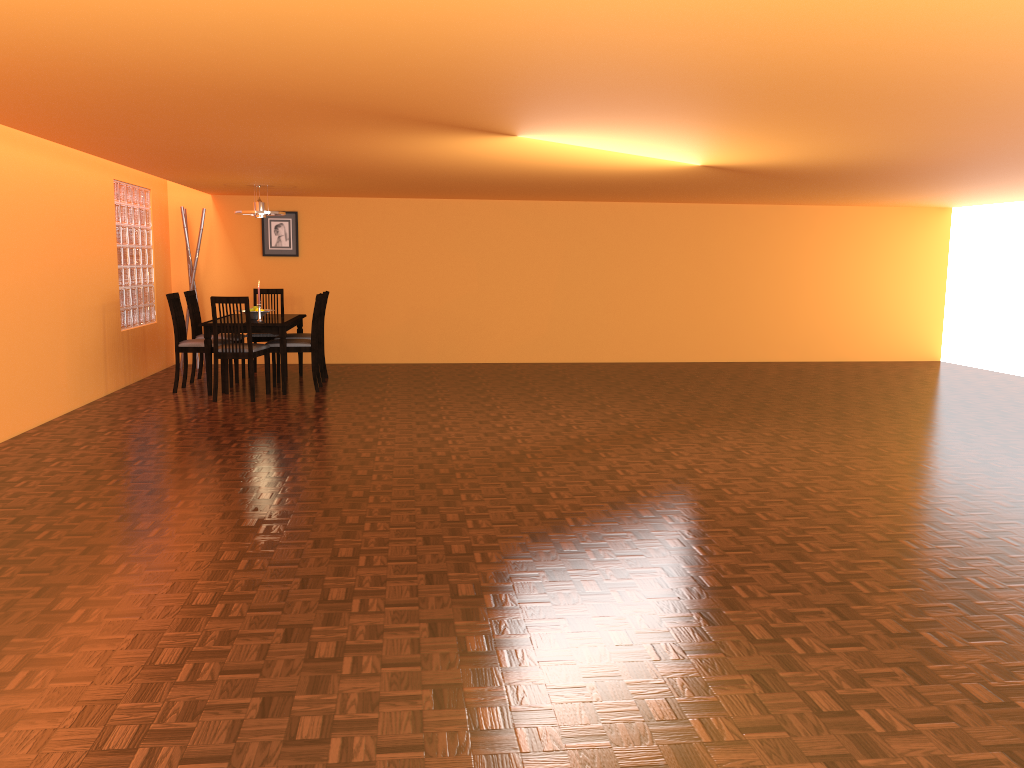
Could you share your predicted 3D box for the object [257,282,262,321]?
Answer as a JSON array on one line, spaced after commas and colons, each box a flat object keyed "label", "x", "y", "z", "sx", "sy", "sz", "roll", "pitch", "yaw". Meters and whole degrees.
[{"label": "object", "x": -2.075, "y": -0.681, "z": 7.271, "sx": 0.044, "sy": 0.326, "sz": 0.044, "roll": -2, "pitch": 8, "yaw": -18}]

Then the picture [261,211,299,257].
[{"label": "picture", "x": -2.363, "y": -1.528, "z": 9.036, "sx": 0.361, "sy": 0.456, "sz": 0.014, "roll": 0, "pitch": 8, "yaw": -7}]

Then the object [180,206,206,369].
[{"label": "object", "x": -3.146, "y": -0.943, "z": 8.770, "sx": 0.308, "sy": 1.589, "sz": 0.226, "roll": 3, "pitch": 8, "yaw": 15}]

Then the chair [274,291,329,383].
[{"label": "chair", "x": -1.865, "y": -0.426, "z": 7.939, "sx": 0.465, "sy": 0.809, "sz": 0.373, "roll": 0, "pitch": 8, "yaw": -7}]

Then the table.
[{"label": "table", "x": -2.183, "y": -0.271, "z": 7.623, "sx": 0.697, "sy": 0.584, "sz": 1.259, "roll": 0, "pitch": 8, "yaw": -7}]

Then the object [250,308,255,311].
[{"label": "object", "x": -2.214, "y": -0.601, "z": 7.504, "sx": 0.089, "sy": 0.076, "sz": 0.087, "roll": 0, "pitch": 8, "yaw": -1}]

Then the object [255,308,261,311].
[{"label": "object", "x": -2.135, "y": -0.613, "z": 7.452, "sx": 0.046, "sy": 0.046, "sz": 0.055, "roll": -3, "pitch": 9, "yaw": -24}]

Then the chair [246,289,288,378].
[{"label": "chair", "x": -2.288, "y": -0.484, "z": 8.332, "sx": 0.373, "sy": 0.809, "sz": 0.465, "roll": -1, "pitch": 8, "yaw": -12}]

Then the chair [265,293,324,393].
[{"label": "chair", "x": -1.798, "y": -0.347, "z": 7.371, "sx": 0.465, "sy": 0.809, "sz": 0.373, "roll": 0, "pitch": 8, "yaw": -7}]

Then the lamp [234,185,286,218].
[{"label": "lamp", "x": -2.208, "y": -1.596, "z": 7.760, "sx": 0.435, "sy": 0.274, "sz": 0.435, "roll": 3, "pitch": 8, "yaw": 15}]

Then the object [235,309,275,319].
[{"label": "object", "x": -2.188, "y": -0.590, "z": 7.536, "sx": 0.337, "sy": 0.072, "sz": 0.337, "roll": -6, "pitch": 10, "yaw": -40}]

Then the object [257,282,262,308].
[{"label": "object", "x": -2.222, "y": -0.754, "z": 7.794, "sx": 0.044, "sy": 0.326, "sz": 0.044, "roll": -2, "pitch": 8, "yaw": -18}]

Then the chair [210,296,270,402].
[{"label": "chair", "x": -2.124, "y": -0.283, "z": 6.893, "sx": 0.373, "sy": 0.809, "sz": 0.465, "roll": 0, "pitch": 8, "yaw": -2}]

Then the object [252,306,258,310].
[{"label": "object", "x": -2.198, "y": -0.635, "z": 7.603, "sx": 0.069, "sy": 0.066, "sz": 0.069, "roll": 1, "pitch": 8, "yaw": 3}]

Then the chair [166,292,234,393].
[{"label": "chair", "x": -2.559, "y": -0.341, "z": 7.283, "sx": 0.465, "sy": 0.809, "sz": 0.373, "roll": 0, "pitch": 8, "yaw": -7}]

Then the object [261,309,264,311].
[{"label": "object", "x": -2.118, "y": -0.608, "z": 7.500, "sx": 0.055, "sy": 0.046, "sz": 0.046, "roll": -7, "pitch": 11, "yaw": -43}]

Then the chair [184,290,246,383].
[{"label": "chair", "x": -2.626, "y": -0.420, "z": 7.850, "sx": 0.465, "sy": 0.809, "sz": 0.373, "roll": 0, "pitch": 8, "yaw": -7}]
